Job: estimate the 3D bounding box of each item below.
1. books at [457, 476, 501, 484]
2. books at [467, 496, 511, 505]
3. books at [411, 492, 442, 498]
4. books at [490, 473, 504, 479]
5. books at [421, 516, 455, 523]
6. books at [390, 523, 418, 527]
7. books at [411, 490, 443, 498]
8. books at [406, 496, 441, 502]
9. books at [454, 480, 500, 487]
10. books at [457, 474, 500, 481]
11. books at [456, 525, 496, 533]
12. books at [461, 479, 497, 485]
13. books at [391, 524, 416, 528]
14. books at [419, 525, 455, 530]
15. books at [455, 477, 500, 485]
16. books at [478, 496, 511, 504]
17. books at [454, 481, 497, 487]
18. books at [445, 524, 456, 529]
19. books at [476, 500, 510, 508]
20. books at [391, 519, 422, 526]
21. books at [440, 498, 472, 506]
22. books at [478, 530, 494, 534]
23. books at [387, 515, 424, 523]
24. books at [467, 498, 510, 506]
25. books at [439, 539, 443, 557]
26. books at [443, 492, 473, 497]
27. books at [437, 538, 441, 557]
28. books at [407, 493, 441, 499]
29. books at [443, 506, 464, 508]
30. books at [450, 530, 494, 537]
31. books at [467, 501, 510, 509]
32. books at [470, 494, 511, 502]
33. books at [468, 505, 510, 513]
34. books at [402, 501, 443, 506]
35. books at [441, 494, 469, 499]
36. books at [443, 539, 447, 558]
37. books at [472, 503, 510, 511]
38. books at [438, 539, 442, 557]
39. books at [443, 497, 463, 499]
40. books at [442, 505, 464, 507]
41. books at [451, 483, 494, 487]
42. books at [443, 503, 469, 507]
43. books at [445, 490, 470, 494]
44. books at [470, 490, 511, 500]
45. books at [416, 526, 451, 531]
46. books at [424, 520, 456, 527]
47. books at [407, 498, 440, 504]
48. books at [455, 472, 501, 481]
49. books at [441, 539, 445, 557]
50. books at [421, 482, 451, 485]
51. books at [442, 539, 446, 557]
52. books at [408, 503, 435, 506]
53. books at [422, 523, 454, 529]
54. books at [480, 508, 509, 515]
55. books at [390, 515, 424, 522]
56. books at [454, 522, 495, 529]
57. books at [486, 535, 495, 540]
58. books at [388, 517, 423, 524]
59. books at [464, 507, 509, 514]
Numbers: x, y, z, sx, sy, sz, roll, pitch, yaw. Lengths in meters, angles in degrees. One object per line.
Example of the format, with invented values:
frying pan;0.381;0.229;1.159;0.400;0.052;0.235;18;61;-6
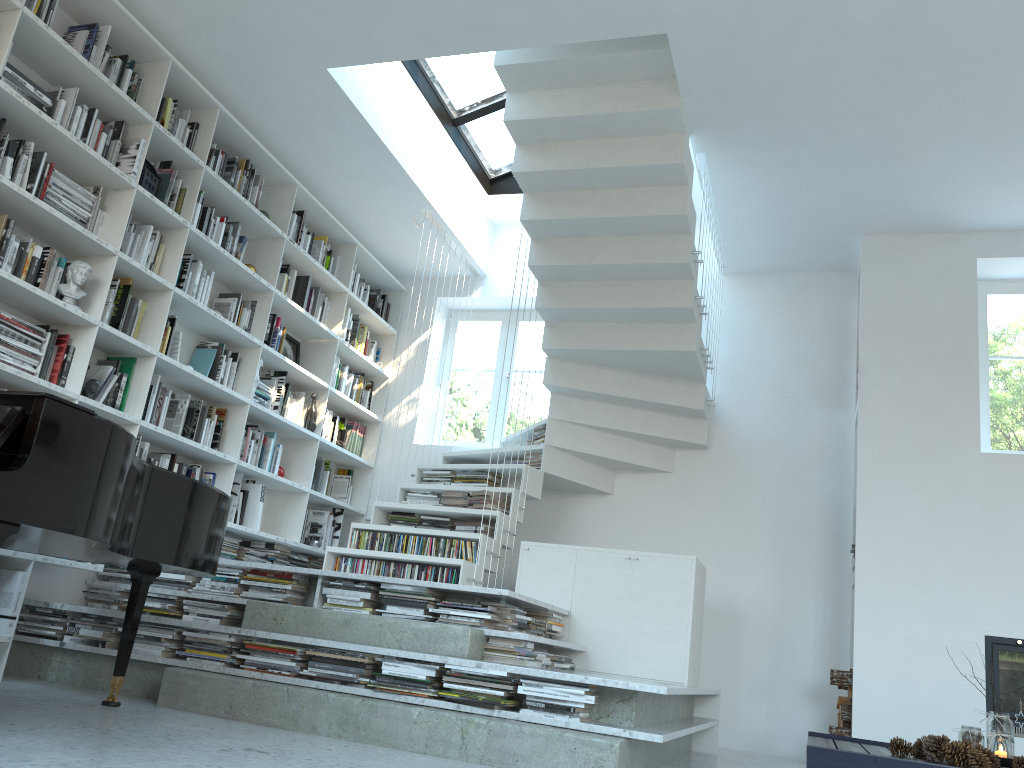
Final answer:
books;-0.218;0.637;5.890;0.257;0.011;0.145;-1;-19;26
books;-0.119;0.740;5.542;0.296;0.007;0.146;19;-20;-34
books;-0.561;0.742;5.862;0.180;0.014;0.157;3;-17;15
books;-0.209;0.611;5.906;0.298;0.007;0.134;-2;-19;28
books;-0.452;0.857;5.559;0.194;0.014;0.178;3;-17;14
books;-0.662;0.908;5.641;0.198;0.010;0.132;0;-18;23
books;-0.558;0.729;5.869;0.180;0.014;0.157;2;-18;17
books;-0.562;0.769;5.860;0.239;0.016;0.150;2;-18;17
books;-0.228;0.662;5.869;0.261;0.009;0.187;-2;-19;29
books;-0.221;0.624;5.884;0.240;0.009;0.174;-2;-19;28
books;-0.213;0.889;5.393;0.222;0.028;0.141;-6;-21;37
books;-0.222;0.655;5.882;0.196;0.014;0.154;-3;-20;32
books;-0.666;0.918;5.630;0.166;0.015;0.146;3;-17;14
books;-0.455;0.910;5.556;0.219;0.013;0.150;0;-18;24
books;-0.225;0.641;5.876;0.254;0.007;0.177;-1;-19;27
books;-0.128;0.731;5.558;0.184;0.016;0.179;22;-22;-39
books;-0.234;0.670;5.859;0.244;0.014;0.191;-3;-20;32
books;-0.447;0.894;5.579;0.185;0.008;0.130;2;-18;18
books;-0.130;0.758;5.549;0.232;0.011;0.172;18;-20;-32
books;-0.662;0.890;5.638;0.181;0.022;0.141;4;-17;13
books;-0.322;0.771;5.686;0.222;0.035;0.179;0;-18;24
books;-0.220;0.903;5.382;0.254;0.007;0.161;-6;-22;38
books;-0.667;0.861;5.622;0.188;0.006;0.199;3;-17;16
books;-0.119;0.747;5.539;0.296;0.007;0.146;21;-21;-38
books;-0.385;0.956;5.072;0.008;0.125;0.125;2;-17;19
books;-0.329;0.723;5.705;0.190;0.017;0.167;1;-18;22
books;-0.399;0.956;5.077;0.007;0.125;0.125;2;-17;19
books;-0.565;0.751;5.850;0.203;0.011;0.174;3;-17;14
books;-0.340;0.811;5.679;0.177;0.014;0.200;0;-18;23
books;-0.231;0.911;5.367;0.240;0.019;0.172;-9;-23;43
books;-0.122;0.764;5.535;0.296;0.006;0.146;19;-20;-34
books;-0.117;0.719;5.549;0.254;0.005;0.161;20;-21;-36
books;-0.133;0.788;5.539;0.222;0.011;0.180;21;-21;-37
books;-0.565;0.801;5.855;0.297;0.012;0.145;2;-18;18
books;-0.330;0.737;5.700;0.156;0.012;0.219;-4;-21;35
books;-0.360;0.957;5.063;0.007;0.125;0.125;2;-17;19
books;-0.123;0.773;5.532;0.215;0.014;0.138;22;-22;-40
books;-0.392;0.956;5.074;0.008;0.125;0.125;2;-17;19
books;-0.349;0.748;5.705;0.129;0.012;0.160;-4;-20;33
books;-0.353;0.798;5.689;0.155;0.013;0.140;1;-18;21
books;-0.235;0.684;5.856;0.287;0.013;0.182;-3;-20;32
books;-0.329;0.790;5.682;0.181;0.005;0.189;2;-18;19
books;-0.332;0.711;5.711;0.155;0.009;0.155;2;-18;19
books;-0.121;0.706;5.560;0.234;0.025;0.157;18;-20;-31
books;-0.461;0.919;5.541;0.225;0.013;0.185;2;-18;17
books;-0.447;0.880;5.577;0.178;0.017;0.133;0;-18;23
books;-0.563;0.787;5.860;0.230;0.019;0.143;2;-18;18
books;-0.224;0.611;5.880;0.243;0.013;0.192;-2;-19;30
books;-0.376;0.956;5.069;0.010;0.125;0.125;2;-17;19
books;-0.468;0.698;6.043;0.264;0.018;0.166;-6;-21;37
books;-0.367;0.957;5.066;0.009;0.125;0.125;2;-17;19
books;-0.569;0.809;5.843;0.179;0.010;0.160;1;-18;22
books;-0.458;0.893;5.547;0.155;0.012;0.190;1;-18;22
books;-0.138;0.806;5.535;0.215;0.013;0.189;20;-21;-36
books;-0.660;0.858;5.643;0.195;0.012;0.161;2;-18;17
books;-0.218;0.866;5.390;0.212;0.014;0.169;-6;-22;38
books;-0.221;0.934;5.377;0.288;0.017;0.136;-8;-22;41
books;-0.663;0.874;5.637;0.208;0.009;0.160;3;-17;15
books;-0.143;0.798;5.546;0.254;0.007;0.189;22;-22;-40
